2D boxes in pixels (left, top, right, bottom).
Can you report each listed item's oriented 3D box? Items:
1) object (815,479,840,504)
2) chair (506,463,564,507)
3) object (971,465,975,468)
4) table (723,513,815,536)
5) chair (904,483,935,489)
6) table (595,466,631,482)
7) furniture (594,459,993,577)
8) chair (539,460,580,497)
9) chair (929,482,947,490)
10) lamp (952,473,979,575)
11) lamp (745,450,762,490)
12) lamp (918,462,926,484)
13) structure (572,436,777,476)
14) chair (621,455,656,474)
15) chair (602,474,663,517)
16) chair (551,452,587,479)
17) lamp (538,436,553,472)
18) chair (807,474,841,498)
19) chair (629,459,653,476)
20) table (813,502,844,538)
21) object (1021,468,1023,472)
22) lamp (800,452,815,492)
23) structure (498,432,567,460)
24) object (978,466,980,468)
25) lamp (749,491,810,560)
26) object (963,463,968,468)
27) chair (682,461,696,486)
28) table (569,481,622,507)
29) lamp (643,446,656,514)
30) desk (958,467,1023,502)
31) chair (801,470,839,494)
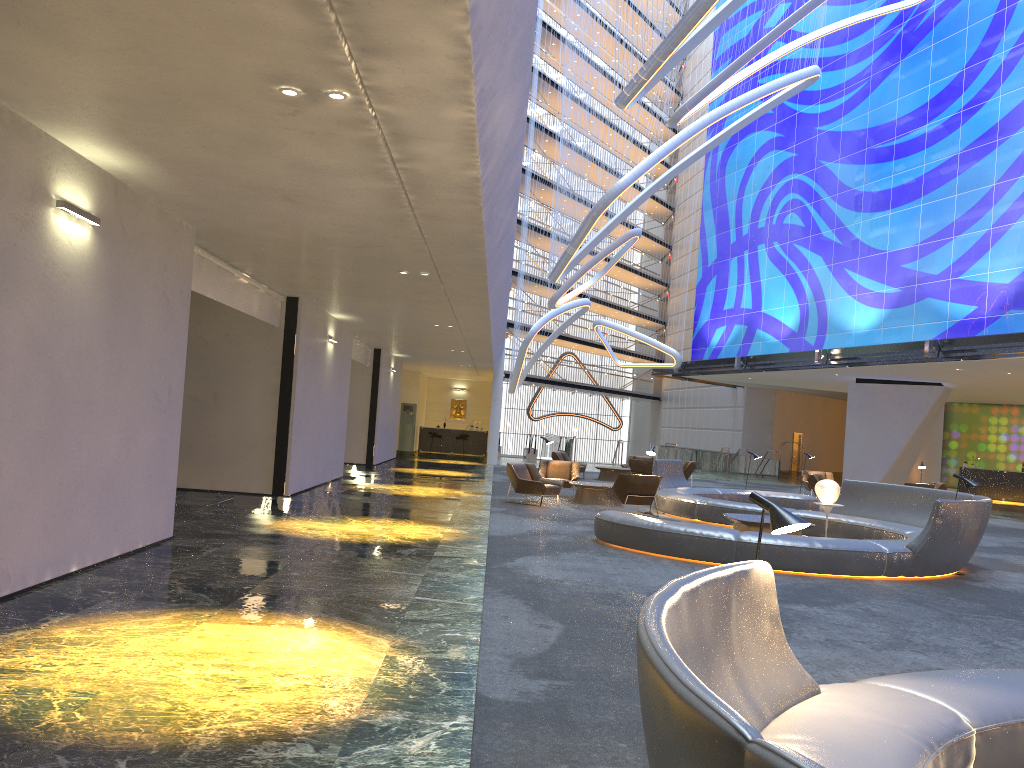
[{"bbox_3d":[5.013,1.714,14.096,0.367,0.387,0.318,4,-1,6],"label":"object"},{"bbox_3d":[0.410,1.944,17.173,0.938,0.766,0.931,3,-2,32],"label":"chair"},{"bbox_3d":[16.929,3.028,32.556,0.107,0.108,0.111,3,-2,34],"label":"object"},{"bbox_3d":[3.753,2.185,13.060,1.203,0.392,1.204,4,-2,0],"label":"table"},{"bbox_3d":[10.013,2.852,22.262,0.930,0.766,0.939,5,-2,-17],"label":"chair"},{"bbox_3d":[3.130,2.741,26.885,1.202,0.392,1.205,3,-2,17],"label":"table"},{"bbox_3d":[4.631,2.021,15.057,5.182,0.969,9.941,3,-3,16],"label":"furniture"},{"bbox_3d":[1.023,2.094,19.634,0.929,0.766,0.939,4,-2,5],"label":"chair"},{"bbox_3d":[11.013,2.984,23.657,0.938,0.766,0.930,4,-2,8],"label":"chair"},{"bbox_3d":[5.792,1.810,11.446,0.384,1.300,0.202,4,-1,16],"label":"lamp"},{"bbox_3d":[5.321,2.134,19.683,0.384,1.300,0.202,4,-1,16],"label":"lamp"},{"bbox_3d":[10.370,2.618,22.497,0.202,1.300,0.384,4,-1,16],"label":"lamp"},{"bbox_3d":[6.885,7.261,49.294,9.304,8.395,19.748,4,-2,-1],"label":"structure"},{"bbox_3d":[4.029,2.680,28.150,0.928,0.766,0.940,3,-2,26],"label":"chair"},{"bbox_3d":[2.258,2.047,16.519,0.930,0.766,0.939,5,-2,-17],"label":"chair"},{"bbox_3d":[1.695,2.444,26.570,0.938,0.766,0.931,3,-2,24],"label":"chair"},{"bbox_3d":[0.702,1.804,19.687,0.384,1.300,0.202,4,-1,16],"label":"lamp"},{"bbox_3d":[8.164,2.748,22.916,0.938,0.766,0.931,3,-2,32],"label":"chair"},{"bbox_3d":[3.830,2.537,25.207,0.940,0.766,0.929,5,-2,-39],"label":"chair"},{"bbox_3d":[5.019,2.207,14.122,0.418,0.595,0.428,4,-1,-2],"label":"table"},{"bbox_3d":[18.250,3.062,31.590,0.150,0.145,0.150,3,-2,33],"label":"object"},{"bbox_3d":[8.457,2.608,25.430,0.384,1.300,0.202,4,-1,16],"label":"lamp"},{"bbox_3d":[0.478,6.746,48.752,3.017,8.235,19.843,4,-2,-1],"label":"structure"},{"bbox_3d":[17.093,3.053,32.444,0.072,0.070,0.073,3,-2,34],"label":"object"},{"bbox_3d":[1.176,1.162,4.146,0.202,1.300,0.384,5,-1,-41],"label":"lamp"},{"bbox_3d":[16.727,2.999,32.694,0.149,0.149,0.149,3,-2,34],"label":"object"},{"bbox_3d":[5.033,2.691,26.757,0.938,0.766,0.930,4,-2,1],"label":"chair"},{"bbox_3d":[1.768,2.273,18.356,1.203,0.392,1.204,4,-2,-1],"label":"table"},{"bbox_3d":[2.616,1.813,16.754,0.202,1.300,0.384,4,-1,16],"label":"lamp"},{"bbox_3d":[17.902,3.681,32.110,2.974,1.097,0.815,2,-2,38],"label":"desk"},{"bbox_3d":[8.777,2.899,25.377,0.929,0.766,0.939,4,-2,5],"label":"chair"}]
